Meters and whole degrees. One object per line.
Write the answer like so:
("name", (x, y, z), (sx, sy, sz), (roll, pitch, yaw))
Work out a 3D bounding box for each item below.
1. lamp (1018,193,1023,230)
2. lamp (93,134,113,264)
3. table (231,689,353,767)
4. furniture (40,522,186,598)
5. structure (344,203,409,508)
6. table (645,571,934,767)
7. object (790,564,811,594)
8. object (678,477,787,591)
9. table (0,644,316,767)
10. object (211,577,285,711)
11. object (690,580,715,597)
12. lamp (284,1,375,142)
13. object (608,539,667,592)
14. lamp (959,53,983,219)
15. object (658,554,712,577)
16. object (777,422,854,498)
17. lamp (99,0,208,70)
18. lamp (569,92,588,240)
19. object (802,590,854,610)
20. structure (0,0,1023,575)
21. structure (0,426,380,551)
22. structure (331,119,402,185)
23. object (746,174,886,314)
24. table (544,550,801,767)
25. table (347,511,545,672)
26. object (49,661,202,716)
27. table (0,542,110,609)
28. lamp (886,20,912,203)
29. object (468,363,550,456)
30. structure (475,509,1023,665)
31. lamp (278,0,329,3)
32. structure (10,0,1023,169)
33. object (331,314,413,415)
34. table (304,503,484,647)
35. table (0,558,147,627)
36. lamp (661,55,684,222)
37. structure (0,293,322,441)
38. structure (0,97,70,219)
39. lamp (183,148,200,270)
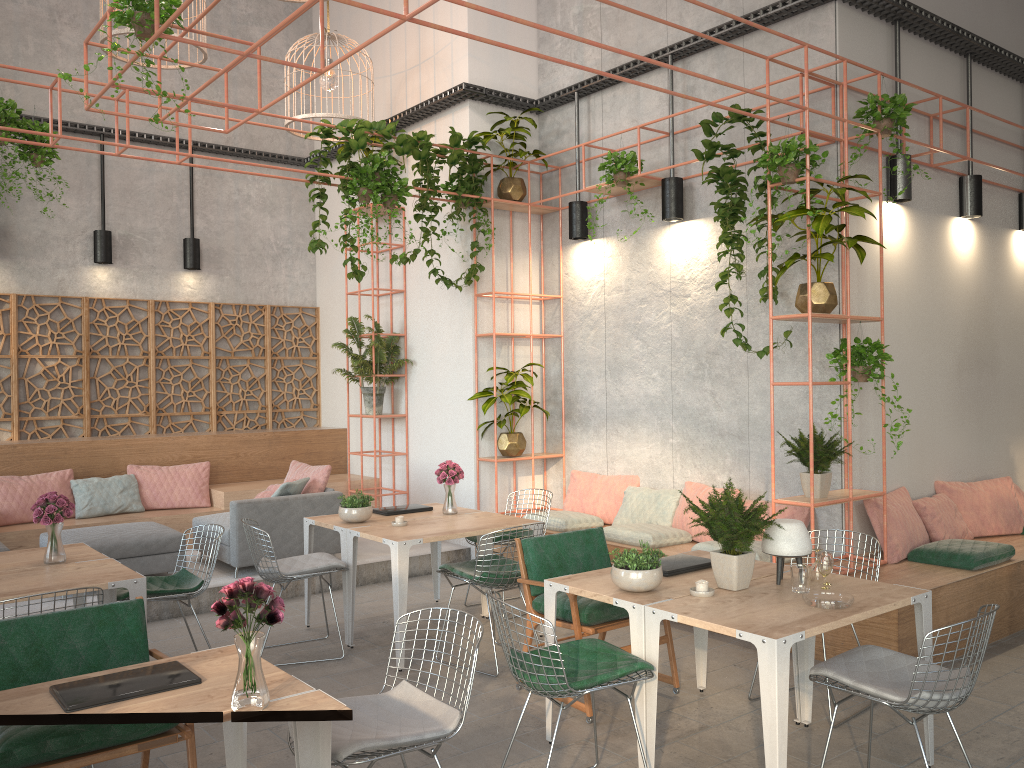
("lamp", (4.947, -2.188, 8.495), (0.179, 1.425, 0.185), (-1, 0, -38))
("lamp", (-4.546, -2.051, 9.833), (0.185, 1.436, 0.185), (-1, 0, 3))
("table", (-0.899, 1.438, 2.316), (1.214, 0.830, 0.694), (-1, 0, -38))
("furniture", (-3.407, 1.453, 7.560), (0.975, 0.446, 0.941), (-1, 0, -38))
("structure", (-1.512, -0.156, 9.899), (0.424, 3.596, 0.624), (-1, 0, -38))
("table", (1.282, 1.391, 4.045), (1.214, 0.830, 0.694), (-1, 0, -38))
("object", (1.351, 0.912, 4.147), (0.095, 0.119, 0.095), (-1, 0, -14))
("object", (1.040, 0.715, 4.258), (0.368, 0.527, 0.438), (-1, 0, -38))
("table", (-1.331, 1.443, 2.862), (1.205, 0.830, 0.694), (-1, 0, -38))
("object", (-0.831, 0.815, 2.786), (0.213, 0.414, 0.225), (-1, 0, 44))
("object", (0.887, 0.947, 4.138), (0.115, 0.078, 0.115), (-1, 0, -32))
("lamp", (-1.838, -4.272, 8.845), (0.883, 3.476, 0.883), (-1, 0, 14))
("object", (0.598, 0.863, 4.250), (0.254, 0.247, 0.248), (-1, 0, -38))
("lamp", (4.004, -2.173, 7.757), (0.179, 1.425, 0.185), (-1, 0, -38))
("object", (0.873, 0.966, 4.737), (0.427, 0.031, 0.268), (-1, 0, -38))
("object", (2.080, 0.522, 6.128), (0.368, 0.527, 0.438), (-1, 0, -38))
("lamp", (-3.181, -4.669, 7.827), (0.883, 3.476, 0.883), (-1, 0, 14))
("lamp", (0.640, -2.128, 8.633), (0.185, 1.425, 0.179), (-1, 0, -38))
("object", (1.393, 0.951, 3.909), (0.218, 0.041, 0.218), (-1, 0, -30))
("structure", (1.100, -0.564, 7.523), (14.096, 4.345, 4.501), (-1, 0, -39))
("structure", (-4.979, 1.149, 7.463), (9.152, 1.111, 3.396), (-1, 0, -38))
("structure", (-1.614, -2.499, 9.752), (0.903, 0.803, 0.934), (-1, 0, 23))
("object", (2.058, -0.945, 5.993), (0.903, 0.947, 0.934), (-1, 0, 13))
("table", (0.850, 1.396, 4.591), (1.205, 0.830, 0.694), (-1, 0, -38))
("table", (-0.457, 1.411, 6.269), (1.214, 0.830, 0.694), (-1, 0, -38))
("object", (-1.308, 1.025, 3.008), (0.427, 0.031, 0.268), (-1, 0, -38))
("table", (-3.043, 1.450, 5.129), (1.205, 0.830, 0.694), (-1, 0, -38))
("lamp", (3.053, -2.158, 7.012), (0.179, 1.425, 0.185), (-1, 0, -38))
("object", (-0.054, 0.253, 8.760), (0.903, 0.919, 0.934), (-1, 0, 23))
("structure", (3.280, 1.533, 8.885), (5.831, 0.500, 4.386), (-1, 0, -38))
("lamp", (-1.733, -4.905, 6.935), (0.883, 3.476, 0.883), (-1, 0, 14))
("structure", (1.002, -2.863, 4.559), (15.203, 0.110, 15.603), (-1, 0, -38))
("object", (-1.548, -0.211, 9.785), (0.900, 1.097, 0.894), (-1, 0, -9))
("table", (-0.890, 1.416, 6.815), (1.205, 0.830, 0.694), (-1, 0, -38))
("table", (-2.612, 1.445, 4.585), (1.214, 0.830, 0.694), (-1, 0, -38))
("lamp", (1.384, -2.136, 7.682), (0.185, 1.425, 0.179), (-1, 0, -38))
("structure", (-5.788, 0.108, 8.960), (9.782, 2.103, 0.132), (-1, 0, -38))
("structure", (-5.020, -2.268, 8.499), (1.434, 1.290, 0.670), (-1, 0, -38))
("lamp", (-3.775, -2.063, 10.436), (0.179, 1.436, 0.185), (-1, 0, -38))
